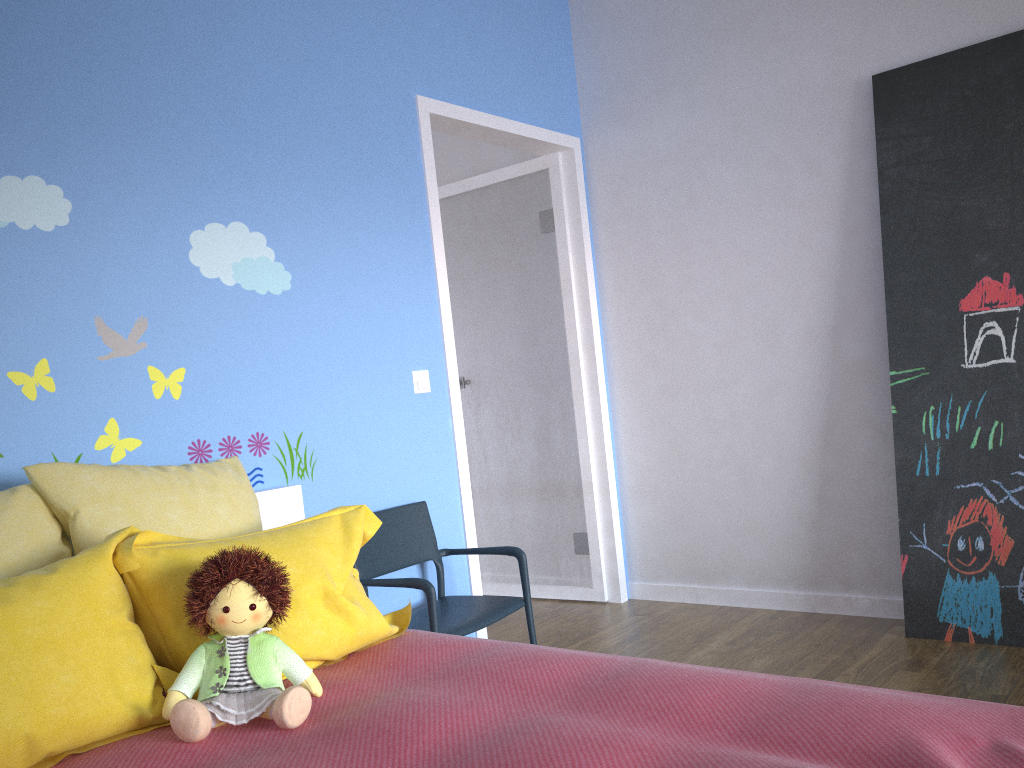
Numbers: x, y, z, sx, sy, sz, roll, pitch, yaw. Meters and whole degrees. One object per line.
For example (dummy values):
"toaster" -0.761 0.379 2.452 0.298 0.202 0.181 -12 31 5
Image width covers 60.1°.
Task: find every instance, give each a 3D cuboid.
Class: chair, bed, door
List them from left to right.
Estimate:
"bed" -0.222 0.649 1.366 2.323 0.812 1.919 -6 0 40
"chair" -0.240 0.736 2.845 0.417 0.676 0.510 -5 2 36
"door" -0.287 0.021 3.981 1.000 2.133 1.029 -5 2 40

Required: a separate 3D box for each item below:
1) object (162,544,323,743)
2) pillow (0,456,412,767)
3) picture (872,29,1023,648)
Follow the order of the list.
"object" -0.509 0.476 1.641 0.285 0.342 0.251 -7 1 -16
"pillow" -0.868 0.422 1.840 0.681 0.532 1.340 -6 0 41
"picture" 1.719 -0.150 2.870 0.960 2.023 0.207 -5 3 40
